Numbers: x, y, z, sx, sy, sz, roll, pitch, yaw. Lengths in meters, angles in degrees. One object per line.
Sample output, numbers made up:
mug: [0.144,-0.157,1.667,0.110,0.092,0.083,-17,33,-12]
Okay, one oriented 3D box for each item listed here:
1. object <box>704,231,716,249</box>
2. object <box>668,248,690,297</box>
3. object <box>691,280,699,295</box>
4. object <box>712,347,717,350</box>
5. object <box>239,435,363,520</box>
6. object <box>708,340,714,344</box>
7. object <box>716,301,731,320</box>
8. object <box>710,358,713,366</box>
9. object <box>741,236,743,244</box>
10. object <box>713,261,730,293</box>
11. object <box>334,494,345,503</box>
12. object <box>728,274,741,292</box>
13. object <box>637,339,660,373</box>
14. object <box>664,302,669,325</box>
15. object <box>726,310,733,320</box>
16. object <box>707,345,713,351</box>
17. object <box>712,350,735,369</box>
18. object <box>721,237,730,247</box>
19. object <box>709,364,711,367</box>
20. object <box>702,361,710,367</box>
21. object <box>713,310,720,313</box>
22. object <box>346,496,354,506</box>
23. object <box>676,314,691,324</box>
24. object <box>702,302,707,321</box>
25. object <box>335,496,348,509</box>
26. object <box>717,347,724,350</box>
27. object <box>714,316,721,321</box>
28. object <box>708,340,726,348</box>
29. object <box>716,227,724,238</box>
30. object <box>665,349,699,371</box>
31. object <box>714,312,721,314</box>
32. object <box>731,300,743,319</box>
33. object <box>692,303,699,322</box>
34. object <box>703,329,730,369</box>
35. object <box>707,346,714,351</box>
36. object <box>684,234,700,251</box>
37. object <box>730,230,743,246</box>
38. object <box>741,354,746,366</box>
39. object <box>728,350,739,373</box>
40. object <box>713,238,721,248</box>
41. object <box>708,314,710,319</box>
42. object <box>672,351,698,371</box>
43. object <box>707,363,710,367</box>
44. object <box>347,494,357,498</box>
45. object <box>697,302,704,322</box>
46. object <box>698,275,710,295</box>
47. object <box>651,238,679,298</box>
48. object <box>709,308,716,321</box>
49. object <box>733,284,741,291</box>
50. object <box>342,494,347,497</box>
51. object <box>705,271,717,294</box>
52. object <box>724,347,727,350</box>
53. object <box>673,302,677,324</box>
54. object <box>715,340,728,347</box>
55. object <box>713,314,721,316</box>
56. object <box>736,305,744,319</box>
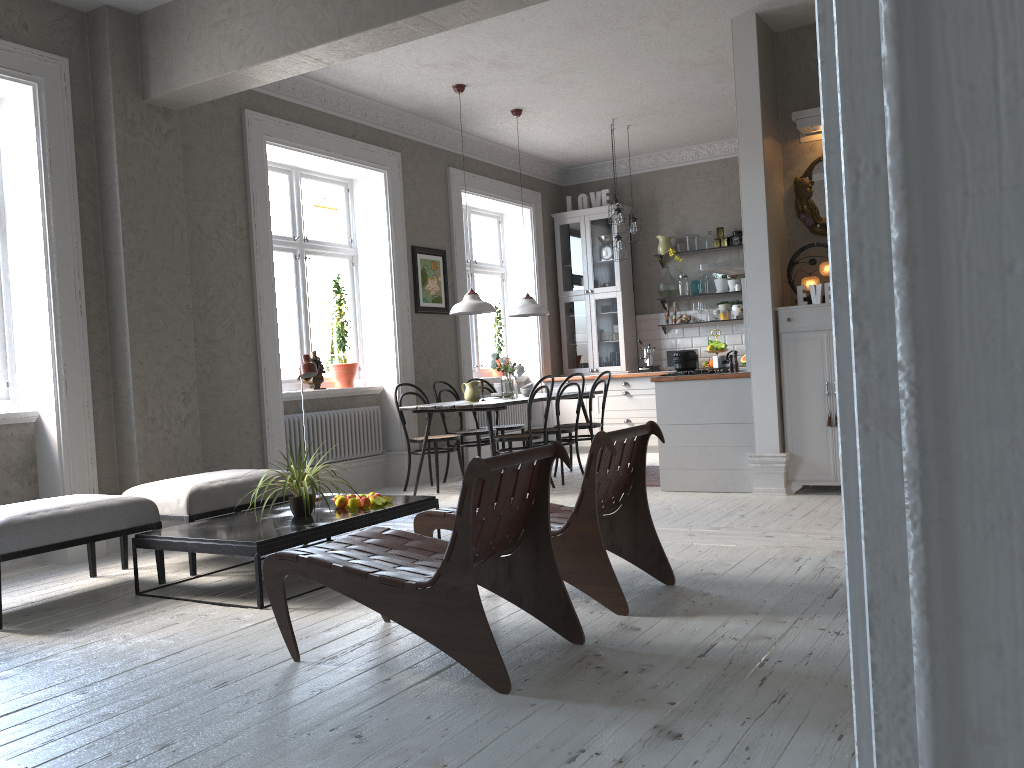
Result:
object: [2.193,-1.580,9.791,0.141,0.220,0.139,-4,1,-10]
object: [1.843,-1.238,9.789,0.189,0.540,0.285,-3,1,23]
object: [2.050,-1.065,9.847,0.123,0.172,0.128,-3,1,34]
object: [2.170,-0.365,9.486,0.062,0.061,0.068,-3,1,31]
object: [-1.051,0.470,4.521,0.677,0.420,0.716,-4,1,-41]
object: [2.145,-0.451,9.535,0.072,0.058,0.051,-3,1,7]
object: [2.321,-0.806,9.709,0.155,0.217,0.157,-3,1,10]
object: [2.157,-0.234,9.418,0.113,0.111,0.111,-3,1,-2]
object: [2.491,-1.531,9.440,0.091,0.096,0.076,-3,1,31]
object: [2.308,-1.170,9.693,0.239,0.354,0.239,-4,1,-41]
object: [-0.931,0.628,4.783,0.066,0.066,0.072,-3,1,36]
object: [2.392,-1.186,9.582,0.185,0.380,0.168,-4,1,-9]
object: [1.498,-0.314,9.883,0.202,0.370,0.360,-3,1,31]
object: [1.751,-0.796,10.014,0.053,0.264,0.061,-3,1,2]
object: [2.354,-0.751,9.609,0.076,0.108,0.079,-3,1,24]
object: [2.126,-0.385,9.493,0.080,0.069,0.058,-4,1,-40]
object: [1.662,-0.188,6.776,0.177,0.134,0.298,-4,1,-24]
object: [2.317,-1.532,9.598,0.081,0.113,0.084,-3,1,41]
object: [2.166,-0.201,9.560,0.069,0.076,0.231,-3,1,14]
object: [2.130,-0.211,9.605,0.154,0.072,0.075,-4,1,-30]
object: [2.226,-0.775,9.618,0.076,0.051,0.078,-3,1,17]
object: [-0.871,0.630,4.759,0.057,0.056,0.061,-3,1,18]
object: [1.911,-0.728,9.878,0.176,0.111,0.097,-3,1,8]
object: [2.116,-0.794,9.798,0.081,0.217,0.083,-3,1,17]
object: [-0.904,0.628,4.696,0.071,0.066,0.069,-4,1,-44]
object: [2.236,-0.367,9.488,0.075,0.062,0.101,-3,1,4]
object: [2.229,-0.715,9.619,0.076,0.051,0.078,-3,1,24]
object: [2.200,-0.432,9.499,0.206,0.101,0.068,-3,1,37]
object: [2.260,-1.641,9.615,0.082,0.113,0.083,-3,1,11]
object: [1.878,-0.263,9.768,0.345,0.226,0.090,-3,1,30]
object: [2.227,-0.750,9.618,0.079,0.051,0.075,-4,1,-41]
object: [2.458,-0.809,9.640,0.150,0.214,0.170,-4,1,-29]
object: [2.045,-0.790,9.845,0.081,0.217,0.083,-3,1,17]
object: [2.205,-0.377,9.530,0.348,0.425,0.356,-3,1,16]
object: [2.154,-0.372,9.566,0.094,0.078,0.102,-3,1,18]
object: [1.993,-1.551,9.797,0.174,0.184,0.169,-4,1,-20]
object: [2.446,-1.570,9.580,0.139,0.174,0.145,-3,1,31]
object: [2.482,-0.262,9.175,0.222,0.174,0.231,-4,1,-38]
object: [1.611,-0.166,6.440,0.071,0.167,0.036,-3,1,30]
object: [2.245,-1.528,9.644,0.081,0.113,0.084,-3,1,31]
object: [2.207,-0.732,9.770,0.079,0.083,0.076,-4,1,-42]
object: [1.313,-0.174,6.710,0.189,0.147,0.194,-3,1,10]
object: [2.145,-0.208,9.554,0.089,0.057,0.084,-4,1,-27]
object: [-0.872,0.628,4.825,0.057,0.058,0.059,-3,1,13]
object: [2.071,-0.790,9.719,0.081,0.217,0.083,-3,1,17]
object: [2.107,-1.083,9.708,0.127,0.206,0.122,-4,1,-37]
object: [1.714,-1.300,9.912,0.334,0.674,0.337,-3,1,-1]
object: [2.192,-0.758,9.689,0.078,0.139,0.079,-3,1,3]
object: [2.424,-1.033,9.496,0.064,0.071,0.104,-4,1,-29]
object: [-0.934,0.633,4.859,0.068,0.055,0.059,-3,1,-2]
object: [2.204,-1.119,9.827,0.129,0.264,0.134,-3,1,36]
object: [2.286,-0.373,9.494,0.051,0.050,0.050,-3,1,40]
object: [1.833,-0.800,9.949,0.062,0.264,0.052,-4,1,-23]
object: [2.260,-0.426,9.545,0.090,0.096,0.177,-4,1,-39]
object: [2.228,-0.732,9.618,0.076,0.051,0.078,-3,1,24]
object: [2.477,-0.774,9.527,0.118,0.147,0.100,-3,1,-2]
